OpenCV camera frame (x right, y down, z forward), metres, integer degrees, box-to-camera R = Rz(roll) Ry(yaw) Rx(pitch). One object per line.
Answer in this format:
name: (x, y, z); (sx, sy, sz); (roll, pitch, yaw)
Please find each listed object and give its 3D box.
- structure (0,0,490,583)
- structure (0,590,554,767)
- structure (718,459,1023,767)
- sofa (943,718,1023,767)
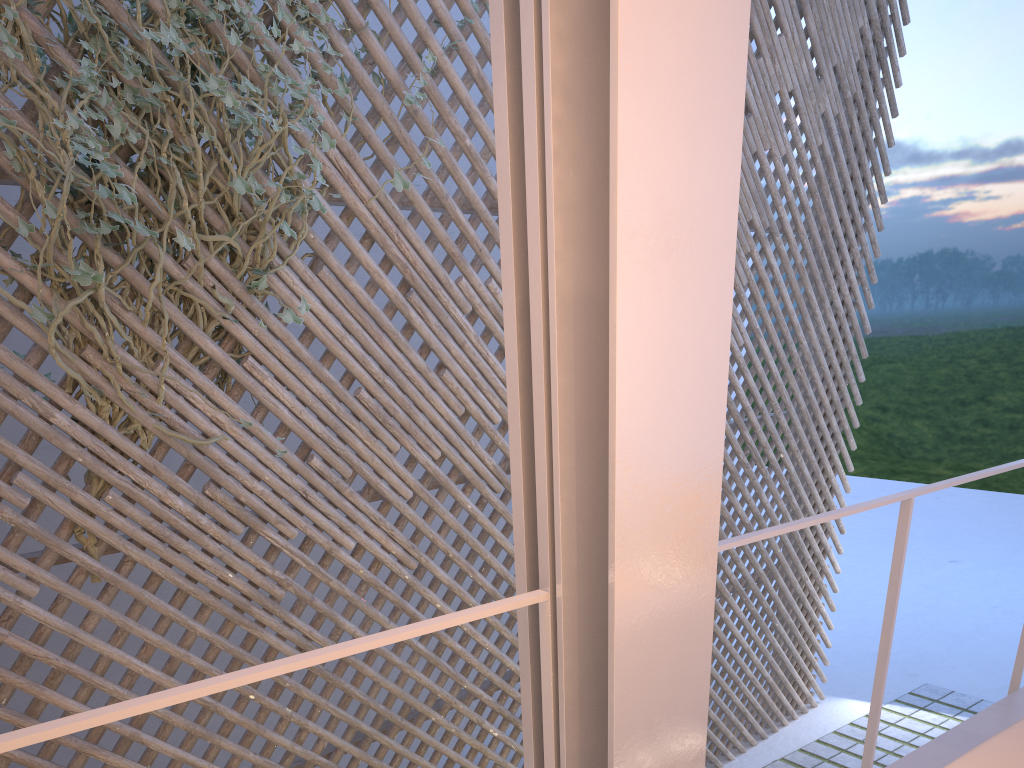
structure: (-0.588, -0.979, 1.890); (2.227, 3.008, 0.696); (-16, 24, -40)
structure: (-0.624, 0.578, 0.539); (1.638, 0.622, 0.025); (-7, 20, -33)
structure: (0.851, 0.436, 1.525); (1.636, 0.622, 0.025); (-7, 20, -33)
sofa: (0.405, 0.571, 0.562); (0.947, 0.410, 0.470); (-8, 12, -34)
